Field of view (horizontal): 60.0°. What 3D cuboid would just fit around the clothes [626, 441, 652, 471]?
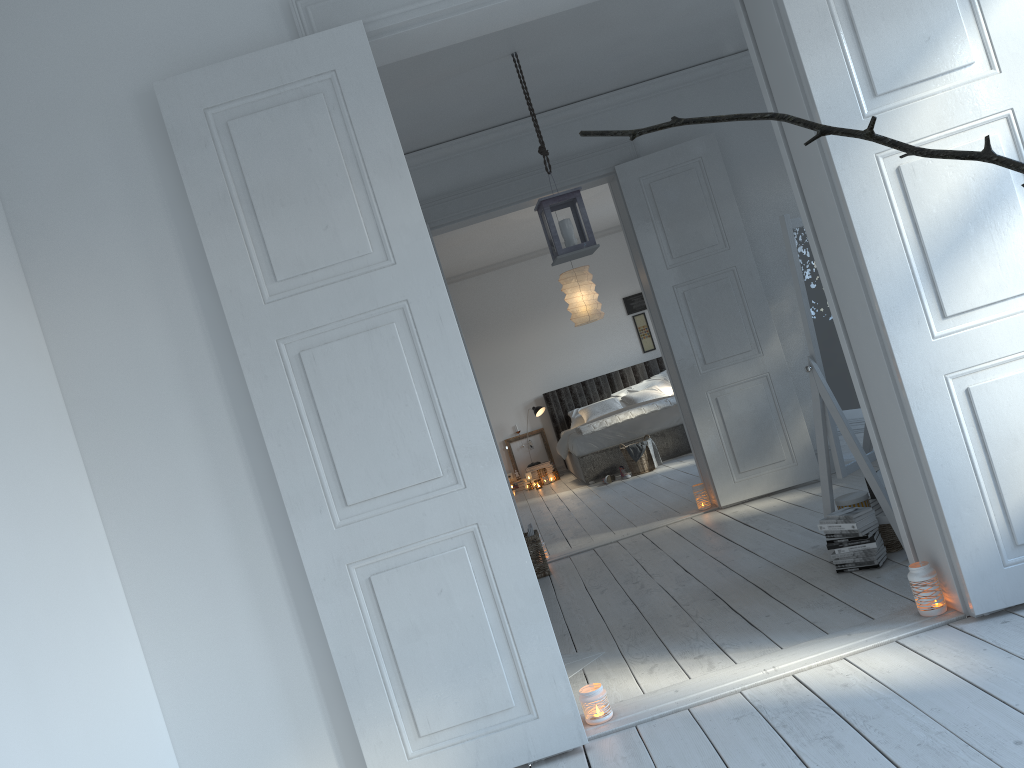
[{"bbox_3d":[1.276,0.718,8.868,0.246,0.270,0.297,-17,0,-1],"label":"clothes"}]

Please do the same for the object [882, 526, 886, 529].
[{"bbox_3d":[1.765,0.596,3.969,0.185,0.140,0.296,-17,-1,-30],"label":"object"}]

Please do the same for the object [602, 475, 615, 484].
[{"bbox_3d":[0.949,0.966,8.956,0.120,0.084,0.222,-18,-1,27],"label":"object"}]

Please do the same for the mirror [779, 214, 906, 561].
[{"bbox_3d":[1.494,-0.035,3.883,0.609,1.488,0.418,-17,0,-37],"label":"mirror"}]

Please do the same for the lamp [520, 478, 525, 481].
[{"bbox_3d":[0.145,1.248,11.215,0.081,0.098,0.080,-18,0,44],"label":"lamp"}]

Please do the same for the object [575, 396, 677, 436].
[{"bbox_3d":[1.386,0.290,9.461,1.460,0.104,0.405,-17,-1,-2],"label":"object"}]

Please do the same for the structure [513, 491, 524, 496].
[{"bbox_3d":[-0.897,0.219,10.813,1.251,2.836,0.798,-18,0,43],"label":"structure"}]

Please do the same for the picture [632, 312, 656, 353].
[{"bbox_3d":[1.709,-0.663,11.458,0.165,0.504,0.020,-17,0,-2],"label":"picture"}]

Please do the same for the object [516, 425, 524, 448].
[{"bbox_3d":[0.098,0.670,11.391,0.067,0.320,0.067,-17,0,-43],"label":"object"}]

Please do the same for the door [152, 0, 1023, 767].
[{"bbox_3d":[0.466,-0.254,2.931,2.598,2.505,0.577,-17,0,-2],"label":"door"}]

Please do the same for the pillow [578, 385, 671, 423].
[{"bbox_3d":[1.368,0.241,10.735,1.145,0.225,0.416,-17,-1,-9],"label":"pillow"}]

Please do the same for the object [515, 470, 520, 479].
[{"bbox_3d":[0.053,1.101,11.341,0.062,0.220,0.028,-17,0,-7],"label":"object"}]

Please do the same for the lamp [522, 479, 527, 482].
[{"bbox_3d":[0.177,1.235,11.087,0.080,0.098,0.081,-17,0,-31],"label":"lamp"}]

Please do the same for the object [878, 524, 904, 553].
[{"bbox_3d":[1.591,0.649,3.857,0.185,0.140,0.296,-17,-1,-30],"label":"object"}]

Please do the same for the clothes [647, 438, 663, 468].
[{"bbox_3d":[1.308,0.723,8.906,0.284,0.288,0.234,-18,0,37],"label":"clothes"}]

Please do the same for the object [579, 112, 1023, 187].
[{"bbox_3d":[0.475,-0.072,0.402,0.843,1.066,0.526,-17,0,-31],"label":"object"}]

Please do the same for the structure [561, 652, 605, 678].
[{"bbox_3d":[-0.700,0.037,3.440,0.802,2.827,1.244,-17,0,43],"label":"structure"}]

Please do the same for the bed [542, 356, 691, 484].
[{"bbox_3d":[1.383,0.345,10.305,1.888,1.046,2.177,-17,-1,-2],"label":"bed"}]

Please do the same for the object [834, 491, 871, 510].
[{"bbox_3d":[1.491,0.525,3.872,0.142,0.074,0.142,-17,-1,-18],"label":"object"}]

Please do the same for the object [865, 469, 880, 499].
[{"bbox_3d":[1.723,0.441,4.013,0.165,0.103,0.155,-17,-1,-37],"label":"object"}]

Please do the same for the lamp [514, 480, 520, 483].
[{"bbox_3d":[0.072,1.270,11.170,0.080,0.098,0.081,-17,0,-31],"label":"lamp"}]

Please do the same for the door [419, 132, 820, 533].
[{"bbox_3d":[0.384,-0.177,5.945,2.598,2.505,0.577,-17,0,-2],"label":"door"}]

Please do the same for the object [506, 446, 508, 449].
[{"bbox_3d":[-0.082,0.775,11.371,0.024,0.126,0.024,-17,0,-18],"label":"object"}]

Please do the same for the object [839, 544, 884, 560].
[{"bbox_3d":[1.452,0.697,3.682,0.157,0.014,0.111,-18,-1,41],"label":"object"}]

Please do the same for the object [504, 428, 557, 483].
[{"bbox_3d":[0.246,0.939,11.369,0.528,0.630,0.082,-17,0,-2],"label":"object"}]

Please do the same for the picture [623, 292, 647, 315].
[{"bbox_3d":[1.639,-1.054,11.459,0.365,0.232,0.020,-17,0,-2],"label":"picture"}]

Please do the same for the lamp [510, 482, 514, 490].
[{"bbox_3d":[0.001,1.293,11.218,0.080,0.098,0.081,-17,0,-31],"label":"lamp"}]

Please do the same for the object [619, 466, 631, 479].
[{"bbox_3d":[1.135,0.888,8.916,0.083,0.122,0.222,-17,-1,-2],"label":"object"}]

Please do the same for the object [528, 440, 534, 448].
[{"bbox_3d":[0.229,0.727,11.379,0.062,0.228,0.062,-17,0,22],"label":"object"}]

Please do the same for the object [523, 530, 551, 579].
[{"bbox_3d":[0.072,1.086,5.539,0.270,0.265,0.224,-17,0,-2],"label":"object"}]

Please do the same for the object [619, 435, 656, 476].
[{"bbox_3d":[1.277,0.723,8.926,0.320,0.351,0.318,-18,0,30],"label":"object"}]

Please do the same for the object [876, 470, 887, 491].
[{"bbox_3d":[1.659,0.428,3.781,0.207,0.159,0.241,-17,-1,6],"label":"object"}]
